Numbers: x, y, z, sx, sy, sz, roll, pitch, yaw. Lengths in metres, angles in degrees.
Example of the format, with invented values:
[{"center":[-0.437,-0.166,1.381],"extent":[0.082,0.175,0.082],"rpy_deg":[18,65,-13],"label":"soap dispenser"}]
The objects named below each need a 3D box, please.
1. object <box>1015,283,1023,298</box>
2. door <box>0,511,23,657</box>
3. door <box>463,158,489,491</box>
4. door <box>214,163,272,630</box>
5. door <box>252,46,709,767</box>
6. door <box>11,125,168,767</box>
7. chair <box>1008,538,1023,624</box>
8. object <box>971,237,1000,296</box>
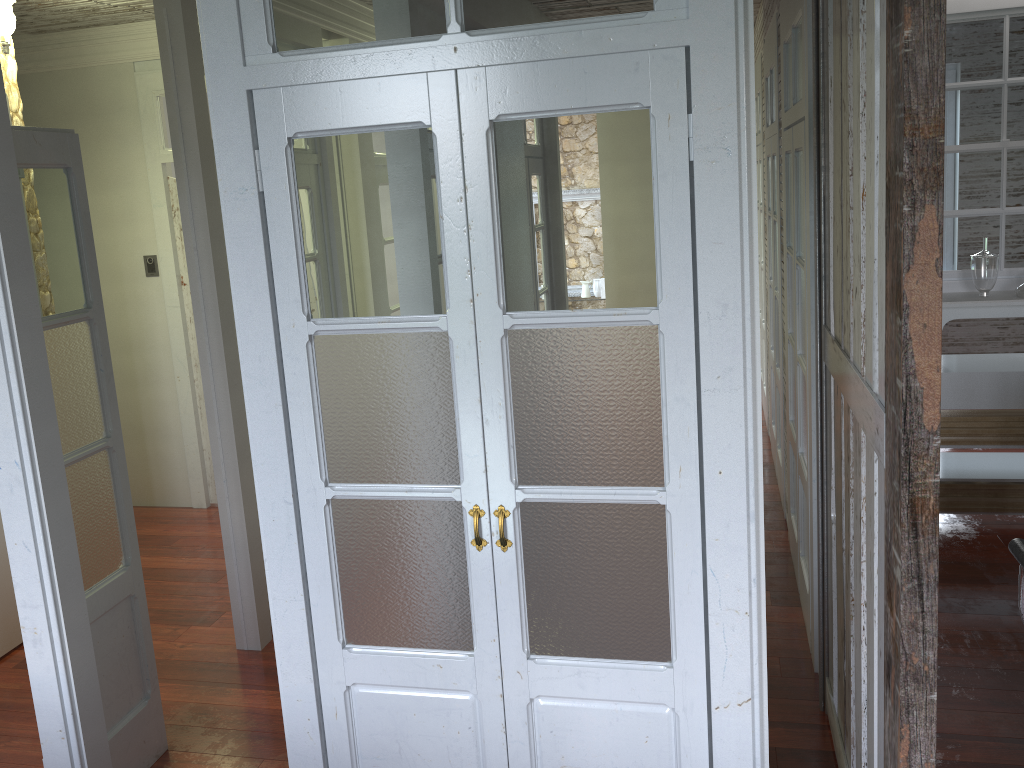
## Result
[{"center":[2.523,-0.498,4.293],"extent":[0.148,0.198,0.149],"rpy_deg":[-5,11,-4],"label":"object"},{"center":[-2.407,0.189,3.461],"extent":[0.145,2.198,0.877],"rpy_deg":[-2,10,13],"label":"door"},{"center":[-0.241,-0.024,4.101],"extent":[0.041,2.066,1.087],"rpy_deg":[-2,11,13],"label":"door"},{"center":[-1.074,-0.008,4.285],"extent":[0.041,2.066,1.087],"rpy_deg":[-2,11,13],"label":"door"},{"center":[-0.050,0.341,2.209],"extent":[1.057,2.159,0.041],"rpy_deg":[-1,10,13],"label":"door"},{"center":[-1.839,0.359,2.674],"extent":[1.189,2.162,0.486],"rpy_deg":[-6,10,-12],"label":"door"},{"center":[1.441,0.905,1.874],"extent":[0.699,1.013,0.672],"rpy_deg":[-2,11,8],"label":"chair"},{"center":[2.352,-0.571,4.404],"extent":[0.129,0.312,0.130],"rpy_deg":[4,13,38],"label":"object"}]
